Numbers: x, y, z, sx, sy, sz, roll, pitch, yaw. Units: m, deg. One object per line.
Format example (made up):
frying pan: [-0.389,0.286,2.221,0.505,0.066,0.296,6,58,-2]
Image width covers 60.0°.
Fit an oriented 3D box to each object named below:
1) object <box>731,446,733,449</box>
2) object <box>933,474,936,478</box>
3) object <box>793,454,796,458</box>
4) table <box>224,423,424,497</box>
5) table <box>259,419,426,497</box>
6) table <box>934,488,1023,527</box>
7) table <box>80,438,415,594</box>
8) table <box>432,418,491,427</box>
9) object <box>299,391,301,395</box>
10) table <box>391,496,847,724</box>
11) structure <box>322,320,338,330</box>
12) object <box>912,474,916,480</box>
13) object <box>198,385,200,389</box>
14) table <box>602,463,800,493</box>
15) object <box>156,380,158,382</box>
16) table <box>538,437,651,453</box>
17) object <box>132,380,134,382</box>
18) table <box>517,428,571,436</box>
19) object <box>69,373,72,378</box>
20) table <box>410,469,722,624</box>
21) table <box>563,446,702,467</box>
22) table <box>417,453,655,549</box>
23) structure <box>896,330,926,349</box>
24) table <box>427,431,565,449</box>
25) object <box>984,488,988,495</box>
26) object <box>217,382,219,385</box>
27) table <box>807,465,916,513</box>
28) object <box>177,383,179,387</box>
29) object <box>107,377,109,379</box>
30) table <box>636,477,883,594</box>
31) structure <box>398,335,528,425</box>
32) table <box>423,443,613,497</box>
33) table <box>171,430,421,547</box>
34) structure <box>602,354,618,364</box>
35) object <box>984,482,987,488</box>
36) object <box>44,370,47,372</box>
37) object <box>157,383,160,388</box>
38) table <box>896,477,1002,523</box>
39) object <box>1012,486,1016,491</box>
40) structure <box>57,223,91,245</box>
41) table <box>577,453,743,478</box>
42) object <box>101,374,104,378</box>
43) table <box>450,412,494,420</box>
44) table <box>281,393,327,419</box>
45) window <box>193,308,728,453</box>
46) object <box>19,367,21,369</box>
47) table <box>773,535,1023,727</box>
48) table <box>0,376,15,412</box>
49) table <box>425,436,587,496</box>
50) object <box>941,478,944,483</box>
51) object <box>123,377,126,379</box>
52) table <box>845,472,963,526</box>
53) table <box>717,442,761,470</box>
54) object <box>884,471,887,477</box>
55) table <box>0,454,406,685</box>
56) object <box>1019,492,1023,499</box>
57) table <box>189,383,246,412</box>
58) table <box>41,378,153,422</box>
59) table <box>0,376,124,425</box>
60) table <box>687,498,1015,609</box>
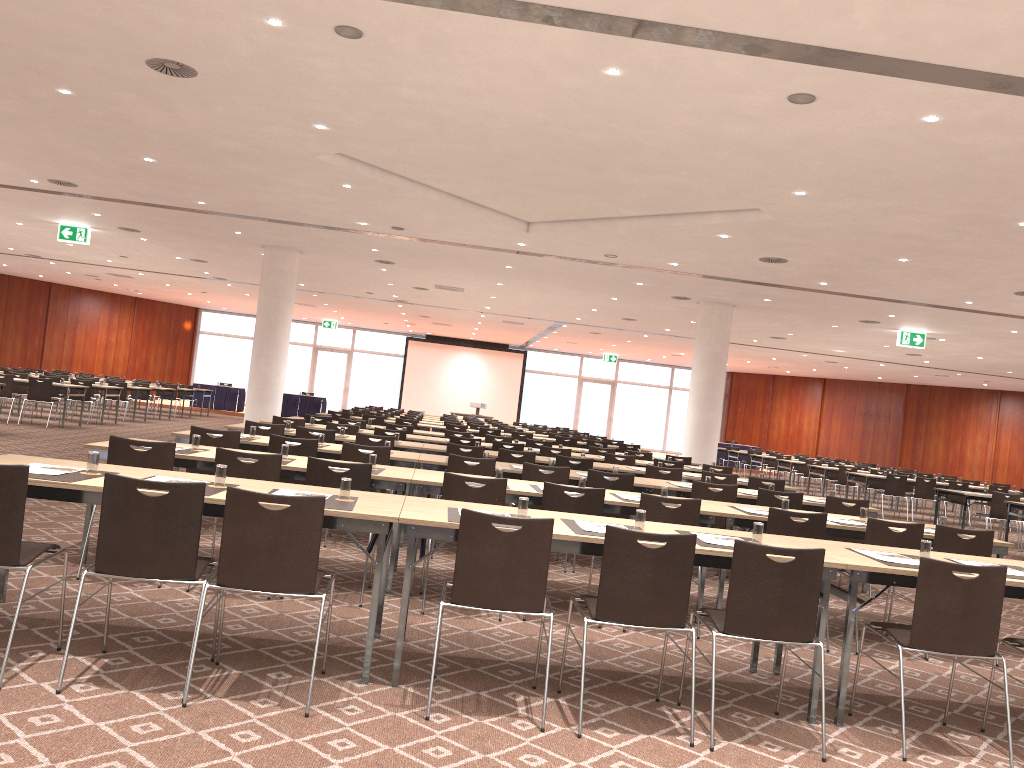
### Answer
object: [7.173,2.072,28.950,0.054,0.114,0.054,7,-1,-16]
object: [10.080,2.218,21.163,0.054,0.114,0.054,6,-1,29]
object: [8.623,2.193,27.061,0.054,0.114,0.054,7,-1,-16]
table: [-2.246,1.027,10.669,2.267,0.833,0.953,7,-1,-5]
table: [-2.408,1.056,12.662,2.267,0.833,0.953,7,-1,-5]
table: [8.695,2.403,15.566,2.267,0.833,0.953,7,-1,-5]
table: [-1.922,0.968,6.682,2.267,0.833,0.953,7,-1,-5]
table: [-1.093,1.490,24.306,2.267,0.833,0.953,7,-1,-5]
object: [-7.427,0.318,31.130,0.054,0.114,0.054,6,-1,7]
table: [0.488,1.201,4.870,2.267,0.833,0.953,7,-1,-5]
structure: [-7.343,-2.387,35.778,0.587,0.346,0.105,7,-1,-5]
object: [8.629,1.999,19.028,0.054,0.114,0.054,7,-1,-38]
object: [-9.733,0.096,27.580,0.054,0.114,0.054,7,-1,-16]
table: [2.249,1.552,11.032,2.267,0.833,0.953,7,-1,-5]
object: [-11.010,-0.054,27.473,0.054,0.114,0.054,7,-1,-16]
table: [1.641,1.663,18.507,2.267,0.833,0.953,7,-1,-5]
object: [-10.052,-0.039,23.531,0.054,0.114,0.054,7,-1,-16]
table: [1.154,1.752,24.487,2.267,0.833,0.953,7,-1,-5]
object: [-11.656,-0.227,23.407,0.054,0.114,0.054,7,-1,-38]
table: [0.326,1.230,6.864,2.267,0.833,0.953,7,-1,-5]
table: [1.925,1.612,15.019,2.267,0.833,0.953,7,-1,-5]
table: [0.164,1.260,8.857,2.267,0.833,0.953,7,-1,-5]
structure: [8.587,-0.960,19.069,0.587,0.346,0.105,7,-1,-5]
table: [-0.323,1.349,14.837,2.267,0.833,0.953,7,-1,-5]
object: [8.278,1.874,15.500,0.054,0.114,0.054,7,-1,-16]
object: [-10.243,-0.011,30.903,0.054,0.114,0.054,6,-1,7]
table: [8.249,2.485,21.048,2.267,0.833,0.953,7,-1,-5]
object: [-10.369,0.021,27.526,0.054,0.114,0.054,7,-1,-16]
object: [-10.697,-0.114,23.489,0.054,0.114,0.054,7,-1,-16]
table: [2.411,1.523,9.039,2.267,0.833,0.953,7,-1,-5]
structure: [-2.082,-0.145,37.645,5.159,3.525,0.395,7,-1,-5]
table: [0.001,1.290,10.850,2.267,0.833,0.953,7,-1,-5]
table: [-2.084,0.997,8.675,2.267,0.833,0.953,7,-1,-5]
structure: [4.060,-1.054,36.700,0.587,0.346,0.105,7,-1,-5]
object: [10.236,2.188,19.170,0.054,0.114,0.054,6,-1,29]
object: [-12.290,-0.301,23.356,0.054,0.114,0.054,7,-1,-38]
object: [-9.402,0.037,23.592,0.054,0.114,0.054,7,-1,-16]
table: [10.497,2.747,21.230,2.267,0.833,0.953,7,-1,-5]
object: [10.881,2.263,19.220,0.054,0.114,0.054,6,-1,29]
structure: [-8.721,-2.984,17.669,0.587,0.346,0.105,7,-1,-5]
table: [2.087,1.582,13.025,2.267,0.833,0.953,7,-1,-5]
object: [-12.628,-0.243,27.337,0.054,0.114,0.054,7,-1,-38]
table: [-1.480,1.497,31.537,1.540,0.832,0.953,7,-1,-5]
table: [-7.402,0.804,31.042,1.712,0.832,1.042,7,-1,-5]
window: [-2.038,0.060,38.253,22.963,3.871,0.217,7,-1,-5]
object: [-12.937,-0.376,23.304,0.054,0.114,0.054,7,-1,-38]
table: [2.735,1.464,5.052,2.267,0.833,0.953,7,-1,-5]
table: [-12.192,0.095,19.396,2.267,0.833,0.953,7,-1,-5]
table: [-0.161,1.319,12.844,2.267,0.833,0.953,7,-1,-5]
object: [9.272,2.075,19.092,0.054,0.114,0.054,7,-1,-38]
object: [-11.974,-0.167,27.398,0.054,0.114,0.054,7,-1,-38]
table: [8.411,2.455,19.054,2.267,0.833,0.953,7,-1,-5]
table: [8.114,2.619,32.296,1.712,0.832,1.042,7,-1,-5]
object: [7.987,1.924,18.979,0.054,0.114,0.054,7,-1,-38]
table: [-1.760,0.938,4.688,2.267,0.833,0.953,7,-1,-5]
object: [8.917,1.948,15.540,0.054,0.114,0.054,7,-1,-16]
table: [-10.218,0.475,30.814,1.712,0.832,1.042,7,-1,-5]
table: [-10.107,0.387,21.571,2.267,0.833,0.953,7,-1,-5]
table: [-9.945,0.357,19.577,2.267,0.833,0.953,7,-1,-5]
table: [2.573,1.493,7.045,2.267,0.833,0.953,7,-1,-5]
